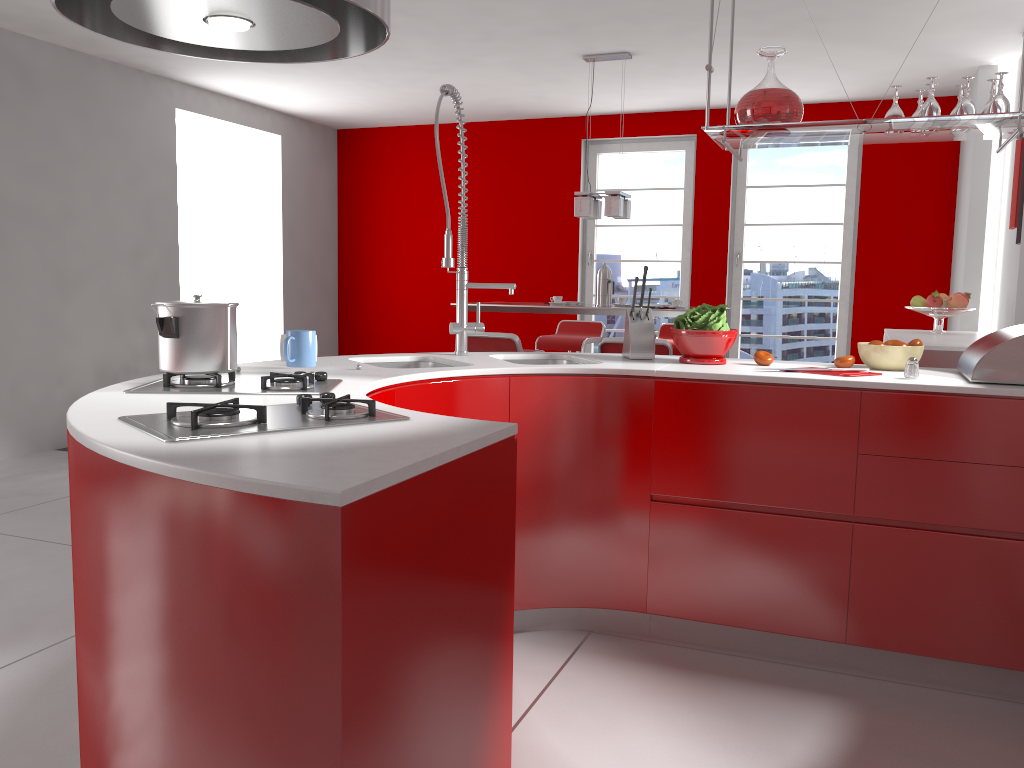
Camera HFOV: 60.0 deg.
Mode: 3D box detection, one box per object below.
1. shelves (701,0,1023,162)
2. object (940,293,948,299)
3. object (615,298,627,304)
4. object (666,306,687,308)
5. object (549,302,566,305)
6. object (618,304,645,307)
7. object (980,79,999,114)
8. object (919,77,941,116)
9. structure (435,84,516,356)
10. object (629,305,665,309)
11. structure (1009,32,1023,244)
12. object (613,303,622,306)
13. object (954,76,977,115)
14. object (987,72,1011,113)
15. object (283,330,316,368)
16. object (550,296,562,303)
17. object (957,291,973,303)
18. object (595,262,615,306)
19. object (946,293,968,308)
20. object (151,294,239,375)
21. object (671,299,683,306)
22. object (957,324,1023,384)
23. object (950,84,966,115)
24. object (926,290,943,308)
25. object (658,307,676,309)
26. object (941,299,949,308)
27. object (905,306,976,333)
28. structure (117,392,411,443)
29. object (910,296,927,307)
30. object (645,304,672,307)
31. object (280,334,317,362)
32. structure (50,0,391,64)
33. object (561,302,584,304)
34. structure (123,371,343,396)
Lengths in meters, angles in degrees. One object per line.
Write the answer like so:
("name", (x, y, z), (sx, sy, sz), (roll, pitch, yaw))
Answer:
("shelves", (1.106, -1.244, 2.713), (0.934, 1.023, 0.462), (4, 7, 21))
("object", (2.686, -0.518, 5.570), (0.117, 0.105, 0.096), (-4, 8, -39))
("object", (0.735, -0.556, 5.966), (0.062, 0.049, 0.078), (-3, 7, -28))
("object", (1.037, -0.487, 5.614), (0.119, 0.016, 0.119), (7, 9, 41))
("object", (0.310, -0.546, 6.019), (0.119, 0.016, 0.119), (1, 7, 2))
("object", (0.799, -0.507, 5.751), (0.217, 0.015, 0.217), (-3, 8, -31))
("object", (1.440, -0.840, 2.661), (0.060, 0.141, 0.060), (4, 7, 21))
("object", (1.251, -0.842, 2.651), (0.060, 0.141, 0.060), (4, 7, 21))
("structure", (-0.154, -0.554, 3.080), (0.308, 0.920, 0.178), (-2, 7, -25))
("object", (0.836, -0.477, 5.493), (0.217, 0.015, 0.217), (-3, 8, -32))
("structure", (2.758, -1.207, 4.744), (0.040, 1.503, 0.820), (4, 7, 21))
("object", (0.738, -0.532, 5.962), (0.119, 0.016, 0.119), (3, 7, 19))
("object", (1.351, -0.838, 2.637), (0.060, 0.141, 0.060), (4, 7, 21))
("object", (1.418, -0.830, 2.578), (0.060, 0.141, 0.060), (4, 7, 21))
("object", (-0.587, -0.097, 2.459), (0.080, 0.100, 0.109), (0, 7, -5))
("object", (0.304, -0.570, 6.022), (0.078, 0.049, 0.062), (7, 9, 44))
("object", (2.749, -0.517, 5.466), (0.150, 0.129, 0.117), (-2, 7, -21))
("object", (0.621, -0.655, 5.820), (0.149, 0.287, 0.113), (5, 7, 29))
("object", (2.691, -0.497, 5.353), (0.121, 0.101, 0.097), (1, 7, 0))
("object", (-0.754, -0.123, 2.130), (0.189, 0.185, 0.218), (-1, 7, -16))
("object", (1.045, -0.510, 5.609), (0.078, 0.049, 0.062), (4, 7, 21))
("object", (1.519, -0.102, 2.642), (0.300, 0.170, 0.400), (4, 7, 21))
("object", (1.382, -0.849, 2.736), (0.060, 0.141, 0.060), (1, 7, -2))
("object", (2.573, -0.513, 5.409), (0.097, 0.133, 0.117), (2, 7, 11))
("object", (0.962, -0.467, 5.438), (0.095, 0.012, 0.234), (4, 7, 21))
("object", (2.664, -0.487, 5.490), (0.084, 0.079, 0.086), (-4, 9, -40))
("object", (2.639, -0.395, 5.484), (0.398, 0.159, 0.398), (-1, 7, -19))
("structure", (-0.457, 0.048, 1.653), (0.457, 0.037, 0.303), (-4, 8, -38))
("object", (2.543, -0.508, 5.535), (0.083, 0.086, 0.100), (-1, 7, -19))
("object", (0.972, -0.532, 5.995), (0.217, 0.015, 0.217), (1, 7, -3))
("object", (-0.622, -0.104, 2.584), (0.100, 0.080, 0.109), (0, 7, -9))
("structure", (-0.564, -1.197, 1.742), (0.644, 0.958, 0.644), (0, 7, -12))
("object", (0.396, -0.567, 6.213), (0.217, 0.015, 0.217), (-5, 9, -44))
("structure", (-0.657, -0.011, 2.145), (0.457, 0.037, 0.303), (1, 7, -3))
